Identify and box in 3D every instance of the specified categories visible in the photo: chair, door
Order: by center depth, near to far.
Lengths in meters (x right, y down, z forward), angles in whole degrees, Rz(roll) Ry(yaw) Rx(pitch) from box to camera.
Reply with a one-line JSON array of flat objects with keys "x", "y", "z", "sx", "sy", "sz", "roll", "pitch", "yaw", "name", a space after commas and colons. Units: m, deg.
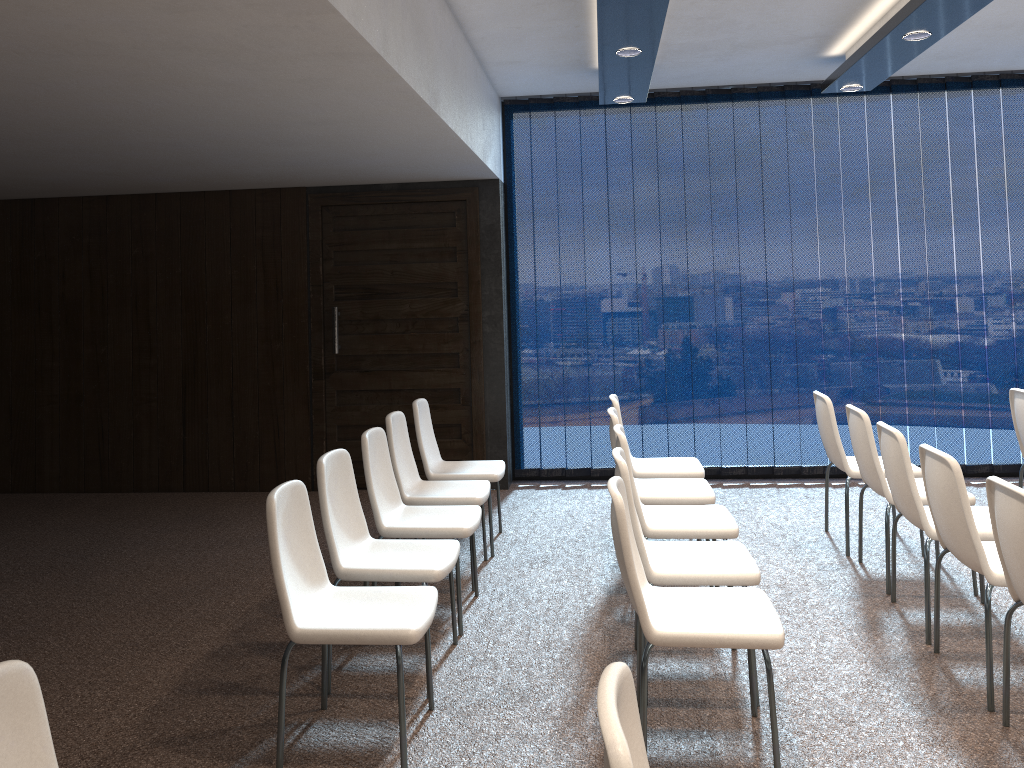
[{"x": 0.432, "y": 0.959, "z": 1.416, "sx": 0.557, "sy": 0.904, "sz": 0.531, "roll": -2, "pitch": 0, "yaw": 8, "name": "chair"}, {"x": -0.717, "y": 0.982, "z": 1.517, "sx": 0.557, "sy": 0.904, "sz": 0.530, "roll": -2, "pitch": 0, "yaw": 5, "name": "chair"}, {"x": 1.883, "y": 0.765, "z": 2.814, "sx": 0.557, "sy": 0.904, "sz": 0.530, "roll": -2, "pitch": 0, "yaw": 6, "name": "chair"}, {"x": 0.619, "y": 0.784, "z": 2.980, "sx": 0.557, "sy": 0.904, "sz": 0.531, "roll": -2, "pitch": 0, "yaw": 8, "name": "chair"}, {"x": -0.553, "y": 0.807, "z": 3.091, "sx": 0.557, "sy": 0.904, "sz": 0.530, "roll": -2, "pitch": 0, "yaw": 5, "name": "chair"}, {"x": 1.935, "y": 0.697, "z": 3.424, "sx": 0.557, "sy": 0.904, "sz": 0.531, "roll": -2, "pitch": 0, "yaw": 6, "name": "chair"}, {"x": 0.701, "y": 0.720, "z": 3.551, "sx": 0.557, "sy": 0.904, "sz": 0.530, "roll": -2, "pitch": 0, "yaw": 5, "name": "chair"}, {"x": -0.515, "y": 0.740, "z": 3.707, "sx": 0.557, "sy": 0.904, "sz": 0.531, "roll": -2, "pitch": 0, "yaw": 8, "name": "chair"}, {"x": 2.000, "y": 0.632, "z": 4.007, "sx": 0.557, "sy": 0.904, "sz": 0.531, "roll": -2, "pitch": 0, "yaw": 8, "name": "chair"}, {"x": 0.777, "y": 0.652, "z": 4.168, "sx": 0.557, "sy": 0.904, "sz": 0.530, "roll": -2, "pitch": 0, "yaw": 5, "name": "chair"}, {"x": -0.438, "y": 0.673, "z": 4.310, "sx": 0.557, "sy": 0.904, "sz": 0.531, "roll": -2, "pitch": 0, "yaw": 6, "name": "chair"}, {"x": 2.086, "y": 0.564, "z": 4.619, "sx": 0.557, "sy": 0.904, "sz": 0.531, "roll": -2, "pitch": 0, "yaw": 7, "name": "chair"}, {"x": 0.815, "y": 0.585, "z": 4.779, "sx": 0.557, "sy": 0.904, "sz": 0.531, "roll": -2, "pitch": 0, "yaw": 6, "name": "chair"}, {"x": -0.406, "y": 0.608, "z": 4.898, "sx": 0.557, "sy": 0.904, "sz": 0.531, "roll": -2, "pitch": 0, "yaw": 6, "name": "chair"}, {"x": 3.262, "y": 0.477, "z": 5.103, "sx": 0.557, "sy": 0.904, "sz": 0.530, "roll": -2, "pitch": 0, "yaw": 5, "name": "chair"}, {"x": 2.122, "y": 0.496, "z": 5.243, "sx": 0.557, "sy": 0.904, "sz": 0.531, "roll": -2, "pitch": 0, "yaw": 7, "name": "chair"}, {"x": 0.892, "y": 0.517, "z": 5.385, "sx": 0.557, "sy": 0.904, "sz": 0.531, "roll": -2, "pitch": 0, "yaw": 6, "name": "chair"}, {"x": -0.325, "y": 0.544, "z": 5.473, "sx": 0.557, "sy": 0.904, "sz": 0.530, "roll": -2, "pitch": 0, "yaw": 5, "name": "chair"}, {"x": -0.924, "y": -0.364, "z": 7.087, "sx": 1.399, "sy": 2.417, "sz": 0.267, "roll": -2, "pitch": -3, "yaw": 6, "name": "door"}]

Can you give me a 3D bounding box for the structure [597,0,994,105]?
[{"x": 6.759, "y": -1.868, "z": 1.837, "sx": 13.135, "sy": 0.231, "sz": 8.101, "roll": -1, "pitch": 6, "yaw": 6, "name": "structure"}]
